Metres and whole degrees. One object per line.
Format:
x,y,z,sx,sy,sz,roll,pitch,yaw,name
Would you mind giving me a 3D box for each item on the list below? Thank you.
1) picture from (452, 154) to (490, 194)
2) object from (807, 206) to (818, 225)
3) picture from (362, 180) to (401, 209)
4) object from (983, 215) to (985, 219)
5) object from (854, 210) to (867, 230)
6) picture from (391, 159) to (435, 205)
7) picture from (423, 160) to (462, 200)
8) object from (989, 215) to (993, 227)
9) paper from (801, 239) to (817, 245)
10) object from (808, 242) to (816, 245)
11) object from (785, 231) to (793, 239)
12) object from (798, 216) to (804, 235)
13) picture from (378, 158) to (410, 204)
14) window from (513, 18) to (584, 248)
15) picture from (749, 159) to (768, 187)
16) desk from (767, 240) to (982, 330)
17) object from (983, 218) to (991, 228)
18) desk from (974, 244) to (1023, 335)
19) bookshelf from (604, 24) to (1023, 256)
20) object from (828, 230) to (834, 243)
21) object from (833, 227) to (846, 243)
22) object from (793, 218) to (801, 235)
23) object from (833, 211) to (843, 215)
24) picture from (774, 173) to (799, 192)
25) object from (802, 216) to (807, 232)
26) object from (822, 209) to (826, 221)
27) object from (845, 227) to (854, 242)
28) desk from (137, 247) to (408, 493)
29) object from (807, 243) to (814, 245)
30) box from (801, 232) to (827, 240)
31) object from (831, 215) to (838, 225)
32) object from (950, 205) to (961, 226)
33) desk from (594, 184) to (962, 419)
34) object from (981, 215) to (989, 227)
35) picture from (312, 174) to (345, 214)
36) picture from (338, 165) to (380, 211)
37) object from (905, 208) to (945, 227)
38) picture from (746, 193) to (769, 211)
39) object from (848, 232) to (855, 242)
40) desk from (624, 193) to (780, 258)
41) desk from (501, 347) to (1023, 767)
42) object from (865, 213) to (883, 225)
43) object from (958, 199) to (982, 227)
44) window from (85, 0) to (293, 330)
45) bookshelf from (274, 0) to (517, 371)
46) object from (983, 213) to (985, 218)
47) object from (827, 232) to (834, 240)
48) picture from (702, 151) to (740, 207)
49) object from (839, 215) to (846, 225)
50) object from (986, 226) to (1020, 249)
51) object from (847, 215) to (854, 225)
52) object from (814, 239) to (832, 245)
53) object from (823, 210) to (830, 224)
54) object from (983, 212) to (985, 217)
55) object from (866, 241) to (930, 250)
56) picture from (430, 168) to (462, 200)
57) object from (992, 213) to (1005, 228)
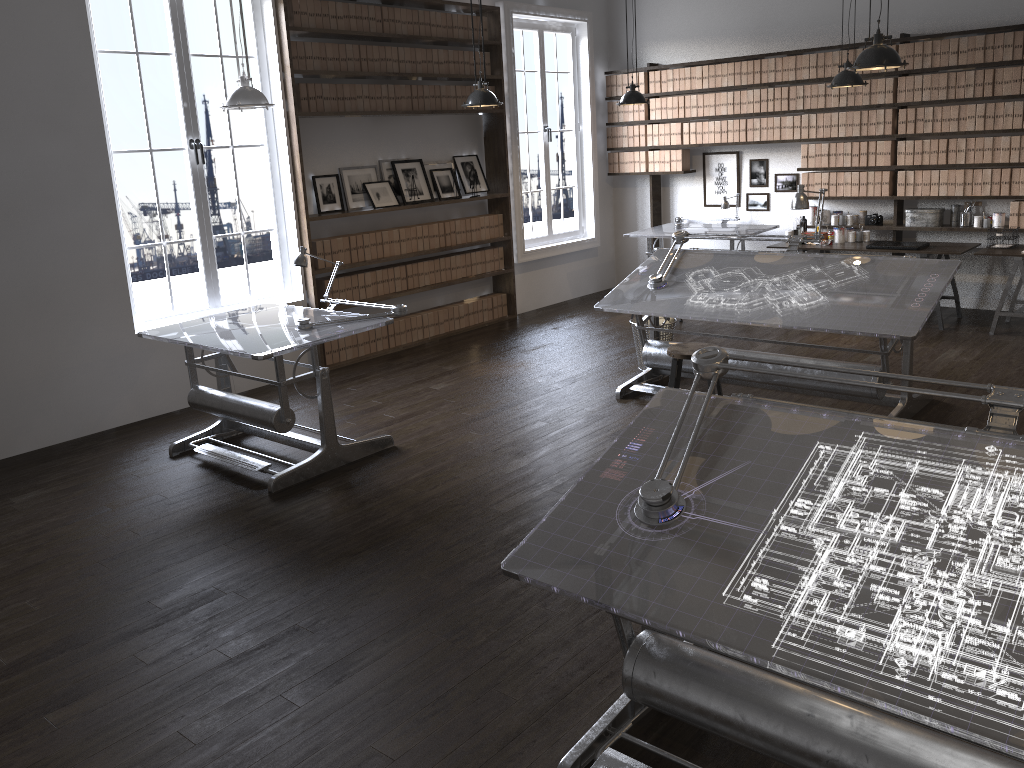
-0.395,-2.040,8.606,0.161,0.360,0.346,8,18,40,picture
2.918,-1.631,8.590,0.107,0.175,0.108,9,18,41,object
-1.132,-1.648,7.708,0.145,0.226,0.302,8,18,40,picture
4.073,-1.405,7.626,0.035,0.102,0.004,6,16,36,object
3.303,-1.547,8.349,0.107,0.160,0.239,-2,14,6,object
-0.894,-1.829,8.008,0.149,0.387,0.376,8,18,40,picture
-0.664,-1.918,8.348,0.095,0.357,0.437,7,18,40,picture
4.147,-1.405,7.656,0.045,0.100,0.044,9,18,42,object
2.778,-1.329,8.270,0.155,0.038,0.139,4,17,25,paper
2.776,-1.312,8.235,0.011,0.017,0.173,-7,16,-17,object
2.649,-1.412,8.467,0.068,0.103,0.069,10,19,44,object
2.753,-1.486,8.471,0.069,0.235,0.068,7,16,37,object
-1.016,-1.813,7.947,0.091,0.401,0.372,7,17,40,picture
0.342,-2.600,9.288,0.154,2.284,1.255,7,17,40,window
2.531,-2.162,9.077,0.202,0.281,0.022,8,17,39,picture
3.238,-0.928,8.033,1.674,0.662,0.661,9,19,40,desk
4.142,-1.404,7.667,0.182,0.092,0.062,-13,17,-34,object
4.582,-0.697,6.903,1.674,0.662,0.661,9,19,40,desk
4.713,-1.364,7.244,9.210,3.171,0.376,10,18,40,bookshelf
2.973,-1.374,8.261,0.050,0.110,0.049,7,16,36,object
3.048,-1.388,8.244,0.105,0.140,0.105,5,16,32,object
2.707,-1.466,8.419,0.069,0.227,0.068,7,16,37,object
3.145,-1.605,8.552,0.094,0.126,0.096,-8,14,-18,object
2.762,-2.024,8.907,0.252,0.181,0.023,9,18,40,picture
2.808,-1.503,8.534,0.069,0.227,0.068,7,16,37,object
3.046,-1.639,8.660,0.072,0.127,0.072,-4,13,-2,object
3.154,-1.402,8.294,0.095,0.126,0.094,10,19,43,object
-1.357,-0.191,5.305,1.273,1.176,1.181,9,18,40,desk
2.770,-1.307,8.247,0.005,0.005,0.159,-7,16,-14,object
2.864,-1.393,8.388,0.212,0.082,0.139,9,19,39,box
3.084,-1.564,8.463,0.062,0.093,0.062,3,15,26,object
3.958,-1.505,7.910,0.079,0.186,0.079,1,14,20,object
1.594,-0.589,5.769,2.288,1.371,1.085,9,18,40,desk
4.120,-1.417,7.706,0.062,0.092,0.064,-3,13,3,object
-1.531,-1.585,7.388,0.058,0.312,0.269,7,17,40,picture
-1.289,-1.691,7.632,0.083,0.361,0.419,7,18,40,picture
3.724,-1.504,7.998,0.318,0.151,0.194,9,19,39,object
2.539,-1.880,9.146,0.252,0.181,0.023,9,18,40,picture
3.142,-1.359,8.188,0.062,0.093,0.062,-5,14,-9,object
1.961,-1.346,9.011,1.273,1.086,1.080,9,18,40,desk
1.090,0.437,2.113,2.076,1.371,1.085,9,18,40,desk
3.366,-1.532,8.255,0.171,0.107,0.091,9,18,40,object
4.013,-1.514,7.751,0.181,0.269,0.158,3,15,25,object
-2.308,-1.664,6.445,0.154,2.470,1.494,7,17,40,window
-0.965,-1.509,8.002,0.414,3.682,2.493,7,17,40,bookshelf
4.076,-1.414,7.641,0.028,0.125,0.004,7,16,39,object
2.996,-1.382,8.327,0.060,0.088,0.060,6,17,35,object
2.209,-2.158,9.349,0.416,0.568,0.040,8,17,40,picture
3.146,-1.558,8.430,0.062,0.092,0.064,3,15,26,object
4.075,-1.212,7.344,0.204,0.159,0.286,9,19,39,object
3.209,-1.556,8.406,0.062,0.093,0.062,3,15,26,object
2.865,-1.311,8.169,0.132,0.050,0.199,-9,16,-19,object
3.046,-1.618,8.582,0.070,0.129,0.071,-6,13,-11,object
4.082,-1.421,7.640,0.041,0.123,0.008,4,14,29,object
3.353,-1.202,7.698,0.447,0.033,0.314,10,20,39,object
-0.623,-1.882,8.338,0.127,0.287,0.292,8,18,40,picture
4.170,-1.401,7.589,0.094,0.126,0.095,-15,18,-41,object
